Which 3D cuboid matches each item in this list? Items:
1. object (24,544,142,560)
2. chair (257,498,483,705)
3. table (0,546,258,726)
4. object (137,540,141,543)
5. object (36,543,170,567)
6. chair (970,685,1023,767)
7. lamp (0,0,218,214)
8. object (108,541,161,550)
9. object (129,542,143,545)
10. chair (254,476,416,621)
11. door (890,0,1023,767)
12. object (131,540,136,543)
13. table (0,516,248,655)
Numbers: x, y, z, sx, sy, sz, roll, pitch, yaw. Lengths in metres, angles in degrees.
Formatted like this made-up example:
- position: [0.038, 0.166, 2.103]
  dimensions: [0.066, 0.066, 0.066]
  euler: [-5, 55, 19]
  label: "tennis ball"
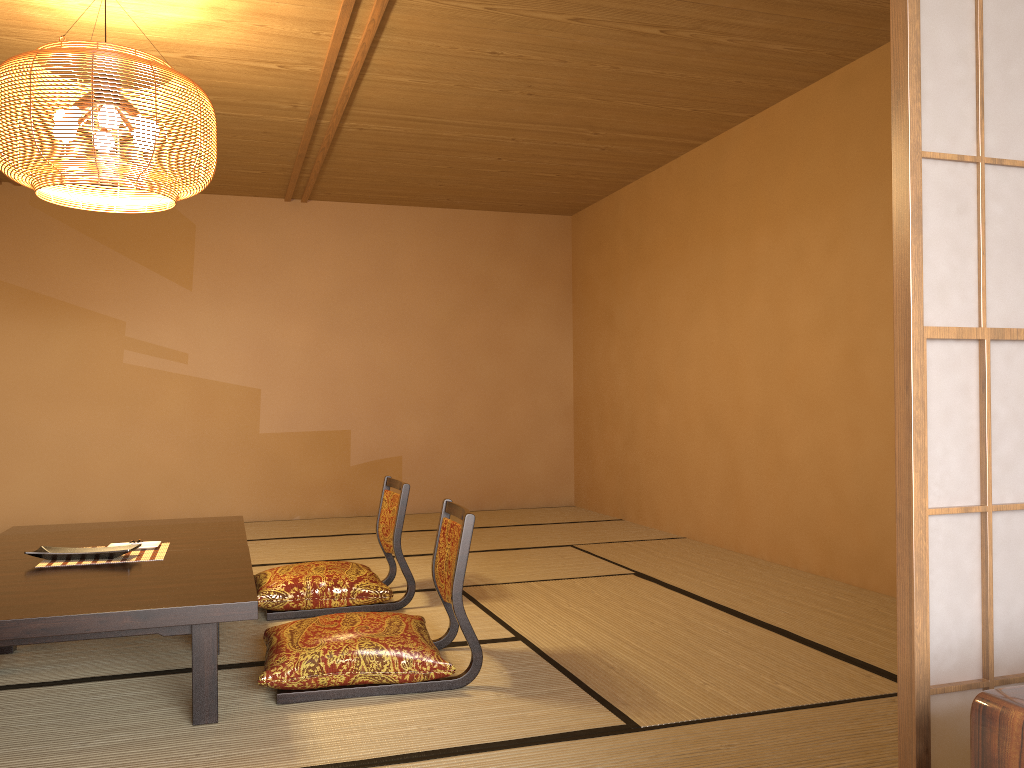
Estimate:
- position: [-1.502, 0.594, 3.116]
  dimensions: [0.349, 0.039, 0.129]
  euler: [0, -1, -5]
  label: "object"
- position: [-0.479, 0.685, 2.942]
  dimensions: [0.686, 0.546, 0.582]
  euler: [0, -1, -14]
  label: "chair"
- position: [-1.318, 0.784, 2.741]
  dimensions: [0.994, 0.356, 0.995]
  euler: [0, -1, -18]
  label: "table"
- position: [-1.439, 0.607, 3.415]
  dimensions: [0.006, 0.030, 0.229]
  euler: [-1, -1, -21]
  label: "object"
- position: [-1.466, 0.616, 3.215]
  dimensions: [0.401, 0.003, 0.398]
  euler: [0, -1, -18]
  label: "object"
- position: [1.112, 0.510, 0.819]
  dimensions: [0.943, 0.779, 0.872]
  euler: [0, -1, -18]
  label: "chair"
- position: [-1.545, -1.114, 3.379]
  dimensions: [0.798, 0.826, 0.798]
  euler: [-1, -1, 6]
  label: "lamp"
- position: [-1.419, 0.610, 3.330]
  dimensions: [0.180, 0.014, 0.130]
  euler: [0, -1, -16]
  label: "object"
- position: [-1.418, 0.605, 3.345]
  dimensions: [0.050, 0.018, 0.015]
  euler: [0, -1, -21]
  label: "object"
- position: [-0.821, 0.711, 3.975]
  dimensions: [0.699, 0.546, 0.582]
  euler: [0, -1, -19]
  label: "chair"
- position: [1.113, -0.056, 1.610]
  dimensions: [0.992, 1.934, 0.040]
  euler: [0, 0, -18]
  label: "door"
- position: [-1.453, 0.607, 3.406]
  dimensions: [0.006, 0.030, 0.229]
  euler: [0, -1, -26]
  label: "object"
- position: [-1.627, 0.808, 3.687]
  dimensions: [0.994, 0.356, 0.995]
  euler: [0, -1, -18]
  label: "table"
